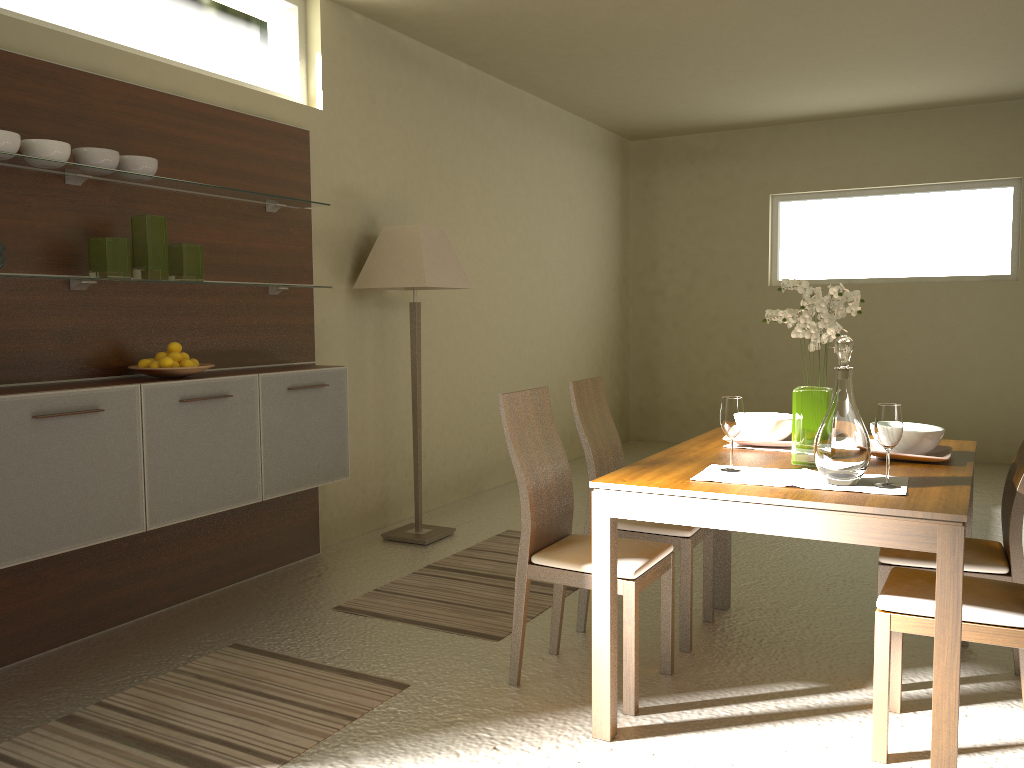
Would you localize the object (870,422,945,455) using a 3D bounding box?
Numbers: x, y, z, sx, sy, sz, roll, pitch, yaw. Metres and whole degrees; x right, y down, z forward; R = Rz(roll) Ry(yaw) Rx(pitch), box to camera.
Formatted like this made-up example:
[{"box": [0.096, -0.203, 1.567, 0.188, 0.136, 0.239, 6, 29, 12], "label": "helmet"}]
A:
[{"box": [1.341, 0.192, 3.013, 0.232, 0.107, 0.233, 3, 6, 40], "label": "object"}]

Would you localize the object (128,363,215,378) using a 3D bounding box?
[{"box": [-1.411, -0.051, 3.681, 0.337, 0.053, 0.337, -3, 5, -30], "label": "object"}]

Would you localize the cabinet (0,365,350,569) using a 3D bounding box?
[{"box": [-1.542, 0.278, 3.454, 0.372, 0.570, 2.463, 2, 5, 28], "label": "cabinet"}]

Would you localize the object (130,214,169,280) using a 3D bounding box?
[{"box": [-1.468, -0.550, 3.592, 0.099, 0.259, 0.099, 2, 5, 28], "label": "object"}]

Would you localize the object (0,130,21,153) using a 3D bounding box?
[{"box": [-1.775, -0.820, 3.038, 0.163, 0.077, 0.163, -1, 5, -13], "label": "object"}]

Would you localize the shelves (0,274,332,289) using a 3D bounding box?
[{"box": [-1.598, -0.399, 3.429, 0.255, 0.008, 2.463, 2, 5, 28], "label": "shelves"}]

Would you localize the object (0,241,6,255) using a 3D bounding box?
[{"box": [-1.835, -0.439, 2.927, 0.288, 0.068, 0.288, -1, 5, -13], "label": "object"}]

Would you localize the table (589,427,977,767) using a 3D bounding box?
[{"box": [1.009, 0.648, 3.049, 1.000, 0.790, 1.411, 2, 5, 28], "label": "table"}]

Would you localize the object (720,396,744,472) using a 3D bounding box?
[{"box": [0.689, 0.157, 2.780, 0.075, 0.232, 0.075, -1, 5, -13], "label": "object"}]

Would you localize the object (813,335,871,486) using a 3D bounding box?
[{"box": [0.947, 0.073, 2.539, 0.156, 0.426, 0.156, -2, 5, -20], "label": "object"}]

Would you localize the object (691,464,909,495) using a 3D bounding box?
[{"box": [0.858, 0.279, 2.647, 0.589, 0.010, 0.287, 2, 5, 25], "label": "object"}]

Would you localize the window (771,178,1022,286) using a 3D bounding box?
[{"box": [3.345, -1.310, 7.875, 2.025, 0.848, 0.100, 2, 5, 28], "label": "window"}]

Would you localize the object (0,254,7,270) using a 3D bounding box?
[{"box": [-1.835, -0.397, 2.931, 0.288, 0.068, 0.288, -1, 5, -13], "label": "object"}]

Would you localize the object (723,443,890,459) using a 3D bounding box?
[{"box": [1.108, 0.230, 3.259, 0.589, 0.010, 0.287, 2, 5, 32], "label": "object"}]

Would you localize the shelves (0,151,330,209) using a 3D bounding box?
[{"box": [-1.601, -0.807, 3.397, 0.255, 0.008, 2.463, 2, 5, 28], "label": "shelves"}]

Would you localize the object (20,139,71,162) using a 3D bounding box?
[{"box": [-1.691, -0.835, 3.218, 0.163, 0.077, 0.163, -2, 5, -20], "label": "object"}]

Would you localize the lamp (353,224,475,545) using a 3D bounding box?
[{"box": [-0.549, 0.000, 5.100, 0.499, 1.782, 0.499, 2, 5, 28], "label": "lamp"}]

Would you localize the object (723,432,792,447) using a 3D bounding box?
[{"box": [0.953, 0.209, 3.328, 0.283, 0.033, 0.283, 1, 5, 22], "label": "object"}]

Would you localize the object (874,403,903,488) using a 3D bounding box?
[{"box": [1.059, 0.173, 2.497, 0.075, 0.232, 0.075, -1, 5, -13], "label": "object"}]

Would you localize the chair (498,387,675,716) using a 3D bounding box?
[{"box": [0.262, 0.536, 3.100, 0.507, 1.017, 0.404, 2, 5, 28], "label": "chair"}]

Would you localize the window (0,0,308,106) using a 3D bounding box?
[{"box": [0.610, -0.358, 1.837, 6.429, 3.000, 4.466, 2, 5, 26], "label": "window"}]

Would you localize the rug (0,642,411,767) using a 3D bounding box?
[{"box": [-1.113, 1.093, 2.601, 0.842, 0.007, 1.613, 2, 5, 29], "label": "rug"}]

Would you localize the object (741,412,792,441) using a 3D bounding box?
[{"box": [0.953, 0.169, 3.325, 0.233, 0.101, 0.233, 1, 5, 17], "label": "object"}]

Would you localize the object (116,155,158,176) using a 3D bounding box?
[{"box": [-1.505, -0.862, 3.551, 0.163, 0.077, 0.163, -1, 5, -13], "label": "object"}]

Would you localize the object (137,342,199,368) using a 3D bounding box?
[{"box": [-1.414, -0.104, 3.660, 0.230, 0.139, 0.259, -1, 4, -2], "label": "object"}]

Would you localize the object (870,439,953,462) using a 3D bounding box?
[{"box": [1.339, 0.232, 3.018, 0.283, 0.041, 0.283, 2, 5, 28], "label": "object"}]

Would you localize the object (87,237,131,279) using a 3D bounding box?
[{"box": [-1.562, -0.486, 3.443, 0.111, 0.160, 0.112, 2, 5, 28], "label": "object"}]

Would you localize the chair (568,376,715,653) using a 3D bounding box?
[{"box": [0.532, 0.493, 3.623, 0.507, 1.017, 0.404, 2, 5, 26], "label": "chair"}]

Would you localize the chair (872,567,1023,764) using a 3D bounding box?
[{"box": [1.348, 0.570, 2.562, 0.507, 1.017, 0.404, 2, 5, 29], "label": "chair"}]

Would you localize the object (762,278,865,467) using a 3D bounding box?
[{"box": [0.974, -0.039, 2.882, 0.304, 0.608, 0.302, 2, 5, 32], "label": "object"}]

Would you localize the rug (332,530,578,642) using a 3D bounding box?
[{"box": [-0.041, 0.945, 4.402, 0.843, 0.010, 1.613, 2, 5, 29], "label": "rug"}]

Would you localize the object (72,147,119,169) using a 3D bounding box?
[{"box": [-1.585, -0.848, 3.382, 0.163, 0.077, 0.163, -1, 5, -13], "label": "object"}]

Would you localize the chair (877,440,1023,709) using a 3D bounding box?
[{"box": [1.544, 0.530, 3.050, 0.507, 1.017, 0.404, 2, 5, 25], "label": "chair"}]

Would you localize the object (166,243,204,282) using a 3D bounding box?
[{"box": [-1.395, -0.513, 3.775, 0.112, 0.160, 0.111, 2, 5, 28], "label": "object"}]
